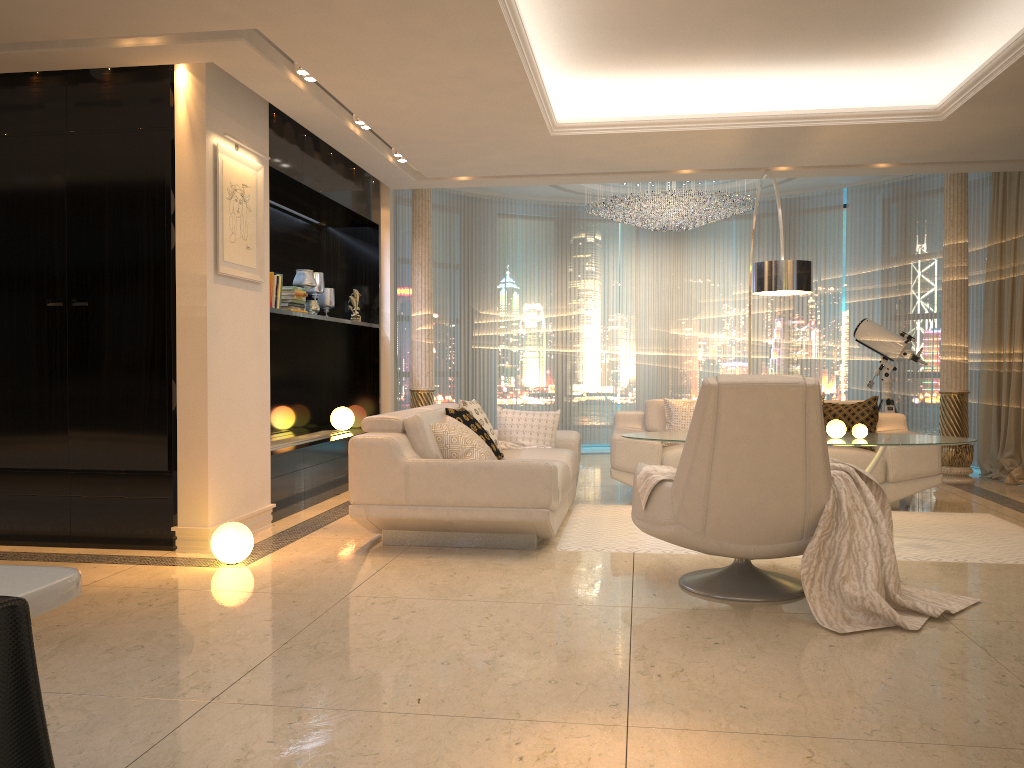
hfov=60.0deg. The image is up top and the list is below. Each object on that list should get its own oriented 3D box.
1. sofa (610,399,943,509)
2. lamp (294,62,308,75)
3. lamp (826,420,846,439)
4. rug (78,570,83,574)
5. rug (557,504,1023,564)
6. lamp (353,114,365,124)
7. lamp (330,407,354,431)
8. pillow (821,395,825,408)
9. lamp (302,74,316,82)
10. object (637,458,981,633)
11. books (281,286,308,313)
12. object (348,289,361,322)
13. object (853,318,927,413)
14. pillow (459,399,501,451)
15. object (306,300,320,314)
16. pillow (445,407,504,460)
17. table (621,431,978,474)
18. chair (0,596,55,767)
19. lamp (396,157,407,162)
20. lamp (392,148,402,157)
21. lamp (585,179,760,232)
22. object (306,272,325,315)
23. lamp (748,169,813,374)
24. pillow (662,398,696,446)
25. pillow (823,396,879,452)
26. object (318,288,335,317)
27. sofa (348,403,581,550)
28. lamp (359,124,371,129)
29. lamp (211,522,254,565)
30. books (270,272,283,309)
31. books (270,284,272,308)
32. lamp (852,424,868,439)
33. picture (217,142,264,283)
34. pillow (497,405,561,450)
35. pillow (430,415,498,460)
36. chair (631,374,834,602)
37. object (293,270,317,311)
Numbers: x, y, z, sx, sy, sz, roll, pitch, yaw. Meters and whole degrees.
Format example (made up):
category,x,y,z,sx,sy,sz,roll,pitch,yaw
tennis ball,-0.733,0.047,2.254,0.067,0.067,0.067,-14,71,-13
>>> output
category,x,y,z,sx,sy,sz,roll,pitch,yaw
sofa,1.947,0.509,6.899,2.328,0.754,1.145,0,1,8
lamp,-1.170,-1.801,4.975,0.107,0.127,0.107,0,1,19
lamp,1.981,0.275,5.417,0.115,0.115,0.115,1,1,34
rug,-4.713,0.936,4.025,5.025,0.015,1.526,0,1,8
rug,1.779,0.908,5.540,2.900,0.020,1.661,0,1,8
lamp,-1.022,-1.822,5.994,0.107,0.127,0.107,0,1,19
lamp,-1.528,0.312,7.994,0.212,0.214,0.213,-1,1,-31
pillow,2.130,0.299,6.880,0.575,0.436,0.301,0,1,14
lamp,-1.153,-1.804,5.088,0.107,0.127,0.107,0,1,19
object,1.269,0.645,4.028,0.972,0.580,1.347,-1,2,-45
books,-1.665,-0.612,6.541,0.260,0.197,0.296,0,1,11
object,-1.383,-0.683,7.811,0.116,0.293,0.182,0,1,5
object,3.426,0.127,8.067,0.616,1.471,0.570,0,1,14
pillow,-0.209,0.300,6.296,0.255,0.399,0.526,0,1,8
object,-1.617,-0.600,7.179,0.119,0.154,0.119,0,1,18
pillow,-0.232,0.324,5.838,0.323,0.355,0.524,0,1,9
table,1.756,0.612,5.547,2.140,0.565,0.999,0,1,7
chair,-0.613,0.584,0.537,0.496,0.858,0.523,0,1,8
lamp,-0.873,-1.831,7.056,0.107,0.127,0.107,0,1,-10
lamp,-0.886,-1.840,6.927,0.107,0.127,0.107,0,1,-10
lamp,1.703,-1.976,9.495,2.109,0.685,2.109,-1,1,-37
object,-1.677,-0.731,7.548,0.156,0.426,0.156,0,1,13
lamp,1.933,-0.372,6.771,0.393,2.519,2.009,0,1,8
pillow,1.427,0.303,7.027,0.463,0.380,0.222,0,1,13
pillow,2.525,0.301,6.798,0.575,0.436,0.301,1,1,39
object,-1.633,-0.681,7.804,0.147,0.317,0.147,0,1,10
sofa,-0.177,0.528,5.896,1.145,0.754,2.328,0,1,8
lamp,-1.004,-1.824,6.115,0.107,0.127,0.107,0,1,-10
lamp,-1.452,0.824,4.602,0.213,0.214,0.212,-1,2,-42
books,-1.705,-0.632,6.098,0.212,0.261,0.210,0,1,8
books,-1.734,-0.632,5.868,0.208,0.270,0.240,0,1,8
lamp,2.118,0.288,5.398,0.090,0.091,0.090,-1,1,-31
picture,-1.597,-0.985,5.219,0.027,0.729,0.610,0,1,8
pillow,0.085,0.323,6.547,0.521,0.325,0.281,0,1,18
pillow,-0.288,0.367,5.384,0.351,0.329,0.521,0,1,8
chair,1.057,0.447,4.001,1.027,0.991,0.983,0,1,8
object,-1.647,-0.711,7.049,0.181,0.381,0.181,0,1,2
